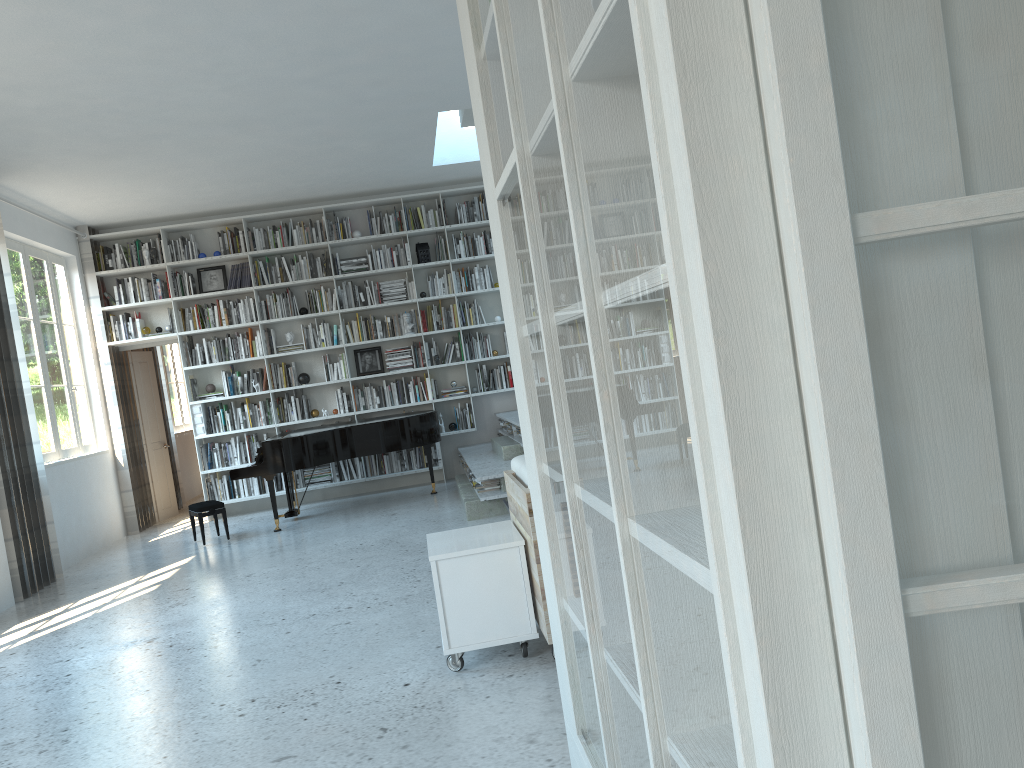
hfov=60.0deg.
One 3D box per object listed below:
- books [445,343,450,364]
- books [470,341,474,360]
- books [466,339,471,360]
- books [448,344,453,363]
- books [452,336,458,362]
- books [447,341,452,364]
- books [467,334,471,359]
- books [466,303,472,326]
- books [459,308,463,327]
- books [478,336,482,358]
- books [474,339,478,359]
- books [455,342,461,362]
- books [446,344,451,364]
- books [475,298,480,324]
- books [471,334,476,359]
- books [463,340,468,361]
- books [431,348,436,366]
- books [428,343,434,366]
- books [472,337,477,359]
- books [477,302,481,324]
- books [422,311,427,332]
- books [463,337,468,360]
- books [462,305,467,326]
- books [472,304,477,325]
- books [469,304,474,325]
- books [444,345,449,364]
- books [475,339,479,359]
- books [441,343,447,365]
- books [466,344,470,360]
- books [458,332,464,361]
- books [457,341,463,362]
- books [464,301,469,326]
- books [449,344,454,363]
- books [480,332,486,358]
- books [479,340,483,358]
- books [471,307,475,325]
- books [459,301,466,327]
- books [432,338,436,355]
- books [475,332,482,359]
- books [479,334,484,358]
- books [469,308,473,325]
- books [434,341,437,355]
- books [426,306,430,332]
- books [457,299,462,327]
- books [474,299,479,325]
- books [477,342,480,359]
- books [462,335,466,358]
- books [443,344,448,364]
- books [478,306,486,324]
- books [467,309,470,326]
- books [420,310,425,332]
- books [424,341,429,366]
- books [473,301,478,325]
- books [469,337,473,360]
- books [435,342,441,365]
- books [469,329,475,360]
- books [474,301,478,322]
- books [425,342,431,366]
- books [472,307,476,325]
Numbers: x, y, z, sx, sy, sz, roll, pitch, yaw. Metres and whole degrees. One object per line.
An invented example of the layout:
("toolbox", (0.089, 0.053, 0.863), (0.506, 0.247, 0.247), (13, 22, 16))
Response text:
("books", (-0.717, -0.335, 9.797), (0.095, 0.226, 0.144), (-9, 2, -6))
("books", (-0.447, -0.368, 9.823), (0.013, 0.204, 0.154), (-9, 2, -6))
("books", (-0.486, -0.379, 9.827), (0.011, 0.239, 0.136), (-9, 2, -6))
("books", (-0.686, -0.334, 9.804), (0.090, 0.215, 0.139), (-9, 2, -6))
("books", (-0.628, -0.381, 9.803), (0.013, 0.286, 0.138), (-9, 2, -6))
("books", (-0.691, -0.346, 9.793), (0.094, 0.239, 0.149), (-9, 2, -6))
("books", (-0.475, -0.409, 9.814), (0.018, 0.295, 0.177), (-9, 2, -6))
("books", (-0.476, -0.761, 9.812), (0.013, 0.256, 0.144), (-9, 2, -6))
("books", (-0.565, -0.729, 9.799), (0.015, 0.220, 0.155), (-9, 2, -6))
("books", (-0.360, -0.403, 9.835), (0.007, 0.247, 0.153), (-9, 2, -6))
("books", (-0.404, -0.385, 9.805), (0.011, 0.226, 0.188), (-9, 2, -6))
("books", (-0.600, -0.353, 9.786), (0.029, 0.223, 0.171), (-9, 2, -6))
("books", (-0.704, -0.329, 9.794), (0.090, 0.212, 0.143), (-9, 2, -6))
("books", (-0.387, -0.798, 9.859), (0.011, 0.300, 0.088), (-9, 2, -6))
("books", (-0.430, -0.410, 9.810), (0.005, 0.284, 0.159), (-9, 2, -6))
("books", (-0.519, -0.367, 9.811), (0.012, 0.226, 0.147), (-9, 2, -6))
("books", (-0.865, -0.297, 9.757), (0.027, 0.192, 0.182), (-9, 2, -6))
("books", (-0.899, -0.323, 9.773), (0.028, 0.253, 0.142), (-9, 2, -6))
("books", (-0.418, -0.394, 9.814), (0.013, 0.249, 0.165), (-9, 2, -6))
("books", (-0.369, -0.776, 9.828), (0.007, 0.254, 0.161), (-9, 2, -6))
("books", (-0.965, -0.680, 9.762), (0.014, 0.244, 0.145), (-9, 2, -6))
("books", (-0.511, -0.389, 9.805), (0.010, 0.266, 0.158), (-9, 2, -6))
("books", (-0.526, -0.747, 9.812), (0.007, 0.244, 0.145), (-9, 2, -6))
("books", (-0.416, -0.763, 9.818), (0.017, 0.243, 0.132), (-9, 2, -6))
("books", (-0.448, -0.758, 9.810), (0.008, 0.242, 0.169), (-9, 2, -6))
("books", (-0.729, -0.324, 9.775), (0.089, 0.210, 0.175), (-9, 2, -6))
("books", (-0.393, -0.383, 9.819), (0.013, 0.218, 0.160), (-9, 2, -6))
("books", (-0.747, -0.330, 9.769), (0.095, 0.228, 0.190), (-9, 2, -6))
("books", (-0.494, -0.352, 9.818), (0.015, 0.188, 0.168), (-9, 2, -6))
("books", (-0.567, -0.410, 9.797), (0.014, 0.325, 0.182), (-9, 2, -6))
("books", (-0.577, -0.359, 9.800), (0.021, 0.226, 0.148), (-9, 2, -6))
("books", (-0.502, -0.768, 9.780), (0.013, 0.279, 0.191), (-9, 2, -6))
("books", (-0.672, -0.330, 9.795), (0.091, 0.205, 0.169), (-9, 2, -6))
("books", (-0.322, -0.428, 9.841), (0.006, 0.285, 0.159), (-9, 2, -6))
("books", (-0.347, -0.382, 9.835), (0.013, 0.203, 0.167), (-9, 2, -6))
("books", (-0.435, -0.743, 9.812), (0.014, 0.209, 0.156), (-9, 2, -6))
("books", (-0.548, -0.766, 9.790), (0.035, 0.288, 0.191), (-9, 2, -6))
("books", (-0.855, -0.357, 9.773), (0.013, 0.307, 0.141), (-9, 2, -6))
("books", (-0.372, -0.425, 9.814), (0.014, 0.297, 0.175), (-9, 2, -6))
("books", (-0.339, -0.416, 9.823), (0.012, 0.267, 0.183), (-9, 2, -6))
("books", (-0.453, -0.731, 9.784), (0.017, 0.192, 0.191), (-9, 2, -6))
("books", (-0.841, -0.338, 9.784), (0.012, 0.266, 0.157), (-9, 2, -6))
("books", (-0.923, -0.710, 9.751), (0.035, 0.293, 0.145), (-9, 2, -6))
("books", (-0.581, -0.776, 9.782), (0.006, 0.319, 0.164), (-9, 2, -6))
("books", (-0.393, -0.790, 9.817), (0.013, 0.287, 0.158), (-9, 2, -6))
("books", (-0.377, -0.369, 9.816), (0.013, 0.186, 0.183), (-9, 2, -6))
("books", (-0.539, -0.401, 9.821), (0.014, 0.299, 0.147), (-9, 2, -6))
("books", (-0.739, -0.329, 9.788), (0.088, 0.220, 0.138), (-9, 2, -6))
("books", (-0.333, -0.758, 9.805), (0.051, 0.210, 0.176), (-9, 2, -6))
("books", (-0.485, -0.727, 9.806), (0.014, 0.192, 0.147), (-9, 2, -6))
("books", (-0.983, -0.683, 9.761), (0.015, 0.255, 0.150), (-9, 2, -6))
("books", (-0.945, -0.332, 9.772), (0.012, 0.285, 0.159), (-9, 2, -6))
("books", (-0.406, -0.779, 9.810), (0.006, 0.270, 0.178), (-9, 2, -6))
("books", (-0.462, -0.404, 9.814), (0.006, 0.281, 0.155), (-9, 2, -6))
("books", (-0.817, -0.333, 9.787), (0.035, 0.248, 0.141), (-9, 2, -6))
("books", (-0.449, -0.437, 9.831), (0.007, 0.342, 0.149), (-9, 2, -6))
("books", (-0.401, -0.781, 9.816), (0.006, 0.274, 0.167), (-9, 2, -6))
("books", (-0.926, -0.324, 9.774), (0.024, 0.263, 0.154), (-9, 2, -6))
("books", (-0.424, -0.746, 9.806), (0.007, 0.212, 0.158), (-9, 2, -6))
